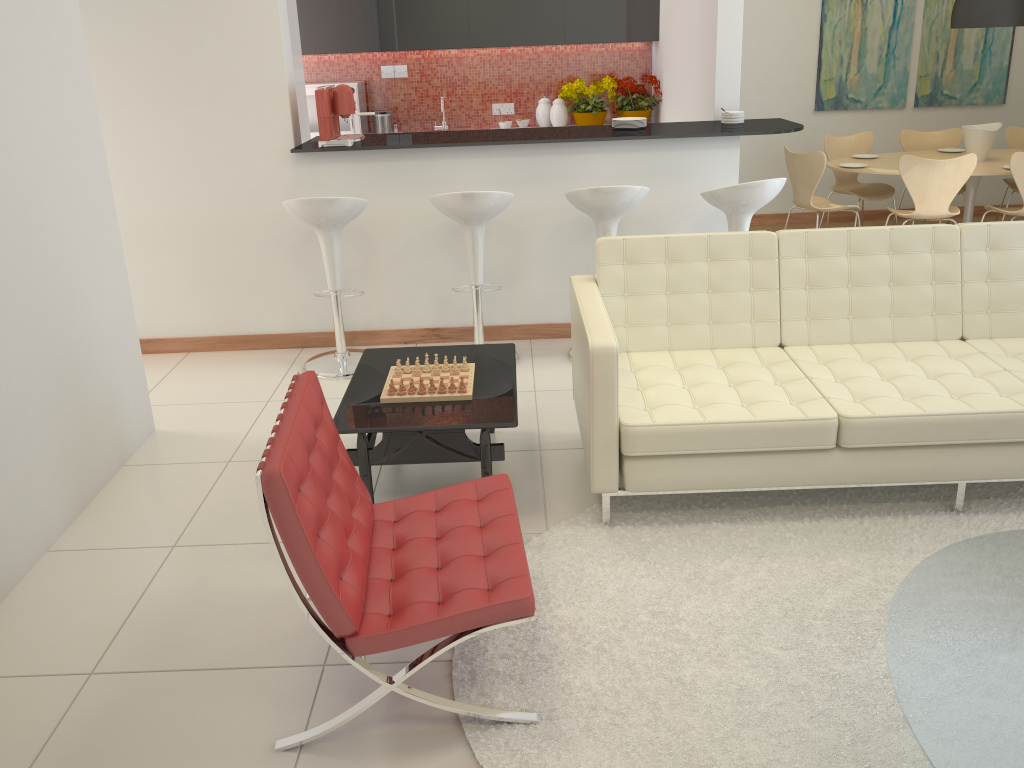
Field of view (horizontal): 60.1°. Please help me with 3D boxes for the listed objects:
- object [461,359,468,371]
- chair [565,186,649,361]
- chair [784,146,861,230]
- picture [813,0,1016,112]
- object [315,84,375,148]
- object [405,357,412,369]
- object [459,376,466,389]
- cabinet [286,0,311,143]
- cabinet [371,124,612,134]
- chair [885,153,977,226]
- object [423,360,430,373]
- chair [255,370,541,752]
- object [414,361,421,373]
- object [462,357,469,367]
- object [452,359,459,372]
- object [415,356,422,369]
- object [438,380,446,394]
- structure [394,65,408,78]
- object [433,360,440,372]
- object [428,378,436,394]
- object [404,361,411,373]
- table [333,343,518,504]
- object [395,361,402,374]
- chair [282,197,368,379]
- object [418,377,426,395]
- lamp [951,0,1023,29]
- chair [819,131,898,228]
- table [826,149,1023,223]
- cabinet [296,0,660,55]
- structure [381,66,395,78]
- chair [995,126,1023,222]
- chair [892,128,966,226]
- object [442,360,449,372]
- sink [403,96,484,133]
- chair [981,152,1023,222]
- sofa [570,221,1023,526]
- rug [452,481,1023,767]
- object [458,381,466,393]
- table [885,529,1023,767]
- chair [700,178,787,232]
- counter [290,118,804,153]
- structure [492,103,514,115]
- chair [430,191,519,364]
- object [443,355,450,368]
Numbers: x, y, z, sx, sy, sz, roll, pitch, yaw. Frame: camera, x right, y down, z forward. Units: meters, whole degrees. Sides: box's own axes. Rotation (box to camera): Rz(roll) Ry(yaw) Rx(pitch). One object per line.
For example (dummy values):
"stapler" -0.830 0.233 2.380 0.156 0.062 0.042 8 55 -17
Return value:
"object" -0.199 -0.081 3.720 0.030 0.049 0.030 0 20 7
"chair" 0.532 -0.631 4.946 0.457 1.003 0.473 1 20 11
"chair" 2.372 -1.363 6.797 0.516 0.891 0.530 -8 20 -15
"picture" 3.585 -3.212 7.813 1.738 1.480 0.020 -2 19 0
"object" -0.941 -1.555 5.095 0.320 0.331 0.327 -2 20 0
"object" -0.440 -0.088 3.758 0.030 0.051 0.030 -5 19 -7
"object" -0.198 -0.007 3.530 0.030 0.049 0.030 0 20 7
"cabinet" -2.242 -1.623 5.735 1.637 2.479 1.076 -2 19 0
"cabinet" -0.354 -1.408 7.069 3.335 0.967 2.541 -2 21 0
"chair" 2.967 -1.224 6.381 0.521 0.891 0.525 0 20 7
"object" -0.359 -0.075 3.720 0.030 0.049 0.030 0 20 7
"chair" -0.321 0.438 2.560 0.706 0.802 0.713 -4 20 -4
"object" -0.399 -0.074 3.720 0.030 0.049 0.030 0 20 7
"object" -0.200 -0.093 3.758 0.030 0.043 0.030 0 20 7
"object" -0.239 -0.080 3.720 0.030 0.049 0.030 0 20 7
"object" -0.400 -0.091 3.757 0.030 0.054 0.030 0 19 7
"object" -0.278 0.008 3.491 0.030 0.054 0.030 0 19 7
"structure" -0.993 -2.796 7.921 0.114 0.103 0.009 -2 19 0
"object" -0.319 -0.077 3.720 0.030 0.049 0.030 0 20 7
"object" -0.318 0.006 3.490 0.030 0.063 0.030 0 19 7
"object" -0.439 -0.072 3.720 0.030 0.049 0.030 0 20 7
"table" -0.324 0.185 3.739 0.701 0.415 0.934 -2 21 0
"object" -0.479 -0.071 3.721 0.030 0.049 0.030 0 20 7
"chair" -0.992 -0.574 4.952 0.457 1.003 0.473 1 20 11
"object" -0.358 0.005 3.489 0.030 0.068 0.030 0 19 7
"lamp" 3.558 -3.349 6.349 0.594 1.467 0.605 -2 19 2
"chair" 2.895 -1.612 7.383 0.523 0.891 0.523 -9 21 -19
"table" 3.619 -1.407 7.018 2.261 0.716 1.304 -2 21 1
"cabinet" -0.373 -3.228 7.594 3.242 0.648 0.358 -2 19 0
"structure" -1.112 -2.791 7.919 0.114 0.103 0.013 -2 19 0
"chair" 4.340 -1.656 7.350 0.522 0.891 0.524 6 21 23
"chair" 3.556 -1.672 7.468 0.521 0.891 0.525 -1 19 4
"object" -0.279 -0.078 3.720 0.030 0.049 0.030 0 20 7
"sink" -0.596 -2.270 7.845 0.808 0.528 0.424 -2 20 0
"chair" 3.684 -1.241 6.352 0.521 0.891 0.525 -2 19 0
"sofa" 1.555 -0.103 3.601 2.564 0.906 1.019 -2 20 0
"rug" 1.487 0.766 2.630 3.327 0.004 2.489 -2 21 1
"object" -0.197 0.010 3.493 0.030 0.043 0.030 0 20 7
"table" 1.475 0.876 1.808 1.320 0.397 1.566 -3 21 -1
"chair" 1.264 -0.660 4.946 0.457 1.003 0.472 -7 20 -13
"counter" 0.235 -1.497 5.309 2.964 0.019 0.749 -2 21 0
"structure" -0.079 -2.493 8.026 0.198 0.097 0.017 -2 19 0
"chair" -0.199 -0.604 4.949 0.457 1.003 0.473 1 20 11
"object" -0.280 -0.095 3.757 0.030 0.054 0.030 0 19 7
